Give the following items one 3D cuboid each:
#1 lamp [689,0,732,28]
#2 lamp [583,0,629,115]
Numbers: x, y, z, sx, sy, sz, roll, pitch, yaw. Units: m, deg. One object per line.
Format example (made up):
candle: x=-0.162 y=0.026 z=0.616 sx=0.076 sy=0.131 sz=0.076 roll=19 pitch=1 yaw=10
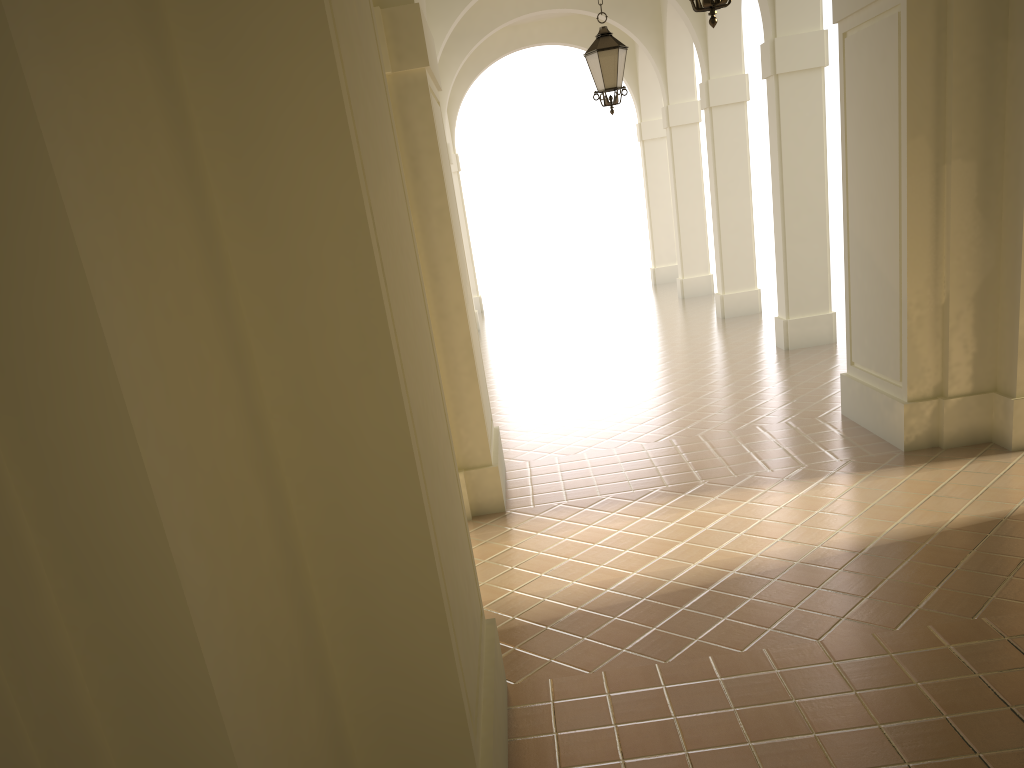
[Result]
lamp: x=0.934 y=-3.717 z=4.601 sx=0.433 sy=3.471 sz=0.496 roll=-19 pitch=21 yaw=-27
lamp: x=0.884 y=-4.665 z=9.355 sx=0.510 sy=3.471 sz=0.421 roll=-8 pitch=19 yaw=2
